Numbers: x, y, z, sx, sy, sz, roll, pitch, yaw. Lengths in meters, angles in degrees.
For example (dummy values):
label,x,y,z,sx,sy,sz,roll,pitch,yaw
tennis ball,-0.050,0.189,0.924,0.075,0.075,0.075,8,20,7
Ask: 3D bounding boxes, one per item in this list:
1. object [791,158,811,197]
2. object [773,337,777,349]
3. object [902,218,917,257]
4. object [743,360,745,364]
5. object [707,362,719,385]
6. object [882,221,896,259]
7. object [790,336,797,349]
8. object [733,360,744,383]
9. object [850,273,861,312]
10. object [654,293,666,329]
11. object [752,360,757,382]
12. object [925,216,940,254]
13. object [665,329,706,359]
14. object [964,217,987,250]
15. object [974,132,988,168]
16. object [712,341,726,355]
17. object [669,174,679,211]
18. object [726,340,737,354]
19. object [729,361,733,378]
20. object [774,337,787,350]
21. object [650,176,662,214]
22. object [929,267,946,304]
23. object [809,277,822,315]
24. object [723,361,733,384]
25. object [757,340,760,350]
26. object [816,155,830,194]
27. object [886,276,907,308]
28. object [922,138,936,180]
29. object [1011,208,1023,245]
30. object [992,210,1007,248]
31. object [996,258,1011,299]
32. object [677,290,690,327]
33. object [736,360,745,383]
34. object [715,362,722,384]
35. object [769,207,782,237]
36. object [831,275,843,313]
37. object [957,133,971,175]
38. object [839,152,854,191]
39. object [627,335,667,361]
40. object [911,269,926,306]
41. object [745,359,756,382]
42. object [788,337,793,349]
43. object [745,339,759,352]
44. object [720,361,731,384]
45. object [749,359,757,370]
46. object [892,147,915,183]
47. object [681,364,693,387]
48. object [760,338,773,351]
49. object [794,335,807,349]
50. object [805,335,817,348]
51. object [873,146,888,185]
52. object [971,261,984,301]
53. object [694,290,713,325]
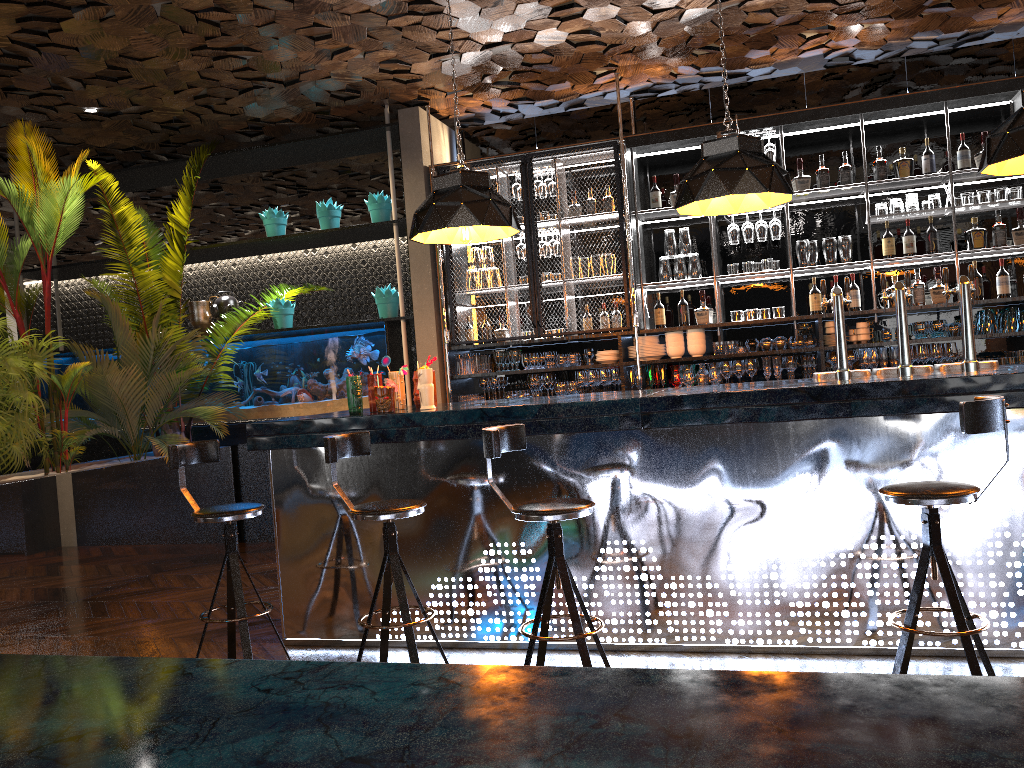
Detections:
label,x,y,z,sx,sy,sz,roll,pitch,yaw
object,2.204,-1.579,6.768,0.123,0.279,0.123,-4,1,5
object,2.043,-0.308,6.759,0.093,0.099,0.093,-5,1,-12
object,2.951,-1.080,6.593,0.086,0.298,0.086,-5,1,-24
object,1.800,-0.080,6.993,0.084,0.216,0.084,-4,1,16
object,1.546,-0.056,6.798,0.082,0.213,0.082,-5,1,-43
object,2.805,-1.067,6.611,0.086,0.299,0.086,-5,1,-24
object,2.154,-0.315,6.715,0.095,0.096,0.095,-4,1,17
object,1.724,-0.071,6.740,0.084,0.216,0.084,-4,1,32
object,2.579,-0.687,6.693,0.086,0.298,0.086,-5,1,-24
object,1.183,-0.584,7.113,0.086,0.299,0.086,-5,1,-24
object,1.888,-0.086,6.974,0.084,0.216,0.084,-4,1,39
object,3.088,-1.089,6.522,0.086,0.297,0.086,-5,1,-24
object,1.356,-0.316,6.931,0.309,0.216,0.149,-4,1,15
object,3.365,-1.083,6.435,0.151,0.248,0.094,-4,1,6
object,3.412,-1.674,6.387,0.123,0.279,0.123,-4,1,6
object,1.586,-0.273,6.778,0.100,0.100,0.089,-4,1,22
object,1.310,-1.520,7.023,0.123,0.279,0.123,-4,1,5
object,1.681,-0.280,6.808,0.100,0.100,0.089,-5,1,-37
object,1.714,-0.073,7.026,0.084,0.216,0.084,-5,1,-35
object,2.017,-0.305,6.658,0.093,0.099,0.093,-4,1,36
object,1.152,-1.520,7.117,0.086,0.298,0.086,-5,1,-24
object,3.132,-0.717,6.504,0.123,0.279,0.123,-4,1,30
object,2.315,-0.667,6.771,0.086,0.299,0.086,-5,1,-24
object,1.678,-0.069,6.895,0.084,0.216,0.084,-4,1,29
object,1.878,-0.297,6.918,0.109,0.100,0.109,-4,1,0
object,2.354,-1.593,6.722,0.083,0.282,0.083,-4,1,2
object,2.857,-0.681,6.601,0.151,0.248,0.094,-4,1,6
object,3.061,-1.658,6.522,0.086,0.298,0.086,-5,1,-24
object,3.639,-1.119,6.338,0.123,0.279,0.123,-4,1,30
object,3.511,-1.112,6.391,0.083,0.282,0.083,-4,1,17
object,3.542,-0.758,6.402,0.086,0.298,0.086,-5,1,-24
object,1.357,-0.597,7.028,0.086,0.297,0.086,-5,1,-39
object,1.764,-0.075,6.865,0.084,0.216,0.084,-4,1,9
object,1.632,-0.066,7.052,0.082,0.213,0.082,-4,1,8
object,2.000,-1.243,6.744,0.092,0.244,0.092,-5,1,-23
object,2.473,-0.680,6.750,0.086,0.298,0.086,-5,1,-24
object,3.283,-1.676,6.448,0.086,0.298,0.086,-5,1,-24
object,2.513,-1.604,6.674,0.083,0.282,0.083,-4,1,32
object,1.072,-0.284,7.052,0.306,0.195,0.300,-4,1,18
object,3.003,-0.710,6.557,0.083,0.282,0.083,-4,1,17
object,1.811,-0.077,6.714,0.084,0.216,0.084,-5,1,-31
object,2.192,-0.319,6.877,0.095,0.096,0.095,-4,1,33
object,1.833,-0.292,6.766,0.109,0.100,0.109,-4,1,0
object,1.634,-0.064,6.768,0.084,0.216,0.084,-4,1,5
object,1.848,-0.082,6.846,0.084,0.216,0.084,-5,1,-31
object,2.895,-1.621,6.558,0.151,0.248,0.094,-4,1,20
object,1.359,-0.042,6.857,0.082,0.213,0.082,-5,1,-44
object,1.934,-0.300,6.732,0.093,0.099,0.093,-4,1,33
object,2.149,-0.313,6.608,0.095,0.096,0.095,-4,1,-9
object,2.238,-0.320,6.656,0.095,0.096,0.095,-4,1,41
object,2.740,-1.628,6.605,0.083,0.282,0.083,-4,1,2
object,3.360,-0.744,6.423,0.086,0.297,0.086,-5,1,-39
object,1.511,-0.598,6.994,0.123,0.279,0.123,-4,1,30
